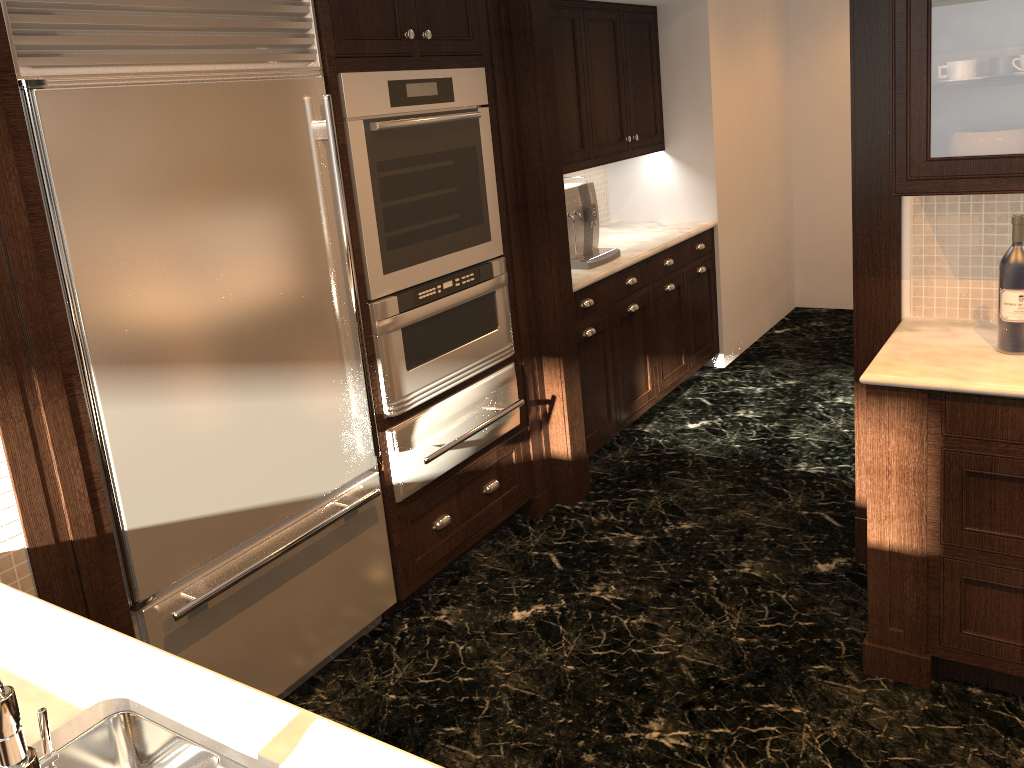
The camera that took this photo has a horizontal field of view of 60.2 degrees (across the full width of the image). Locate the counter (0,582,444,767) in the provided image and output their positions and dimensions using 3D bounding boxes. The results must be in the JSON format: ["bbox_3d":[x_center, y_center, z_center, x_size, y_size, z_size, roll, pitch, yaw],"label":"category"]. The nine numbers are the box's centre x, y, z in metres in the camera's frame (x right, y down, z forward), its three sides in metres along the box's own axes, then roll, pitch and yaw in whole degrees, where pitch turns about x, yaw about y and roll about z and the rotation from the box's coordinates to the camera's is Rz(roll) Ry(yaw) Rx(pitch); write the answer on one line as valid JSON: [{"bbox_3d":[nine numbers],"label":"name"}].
[{"bbox_3d":[-0.237,0.665,0.601,2.877,0.031,1.075,6,21,33],"label":"counter"}]

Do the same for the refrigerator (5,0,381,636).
[{"bbox_3d":[-0.960,-0.063,2.572,0.689,2.079,0.906,3,16,33],"label":"refrigerator"}]

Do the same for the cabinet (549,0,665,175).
[{"bbox_3d":[0.217,-1.522,4.553,0.433,0.810,1.893,3,19,33],"label":"cabinet"}]

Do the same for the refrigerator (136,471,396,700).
[{"bbox_3d":[-0.661,0.692,2.590,0.147,0.560,0.920,3,18,33],"label":"refrigerator"}]

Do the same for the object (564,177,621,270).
[{"bbox_3d":[0.258,-0.794,4.338,0.449,0.398,0.350,5,18,33],"label":"object"}]

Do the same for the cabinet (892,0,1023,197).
[{"bbox_3d":[1.952,-0.715,0.785,3.377,1.230,2.353,6,20,33],"label":"cabinet"}]

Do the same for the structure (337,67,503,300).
[{"bbox_3d":[-0.488,-0.740,3.168,0.615,0.687,0.772,4,18,33],"label":"structure"}]

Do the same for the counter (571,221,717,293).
[{"bbox_3d":[0.415,-0.694,4.664,0.711,0.031,1.892,6,21,32],"label":"counter"}]

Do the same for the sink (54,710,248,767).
[{"bbox_3d":[-0.371,0.686,0.975,0.802,0.208,0.467,6,20,33],"label":"sink"}]

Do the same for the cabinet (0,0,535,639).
[{"bbox_3d":[-0.756,-0.425,2.849,0.758,2.373,1.878,3,17,33],"label":"cabinet"}]

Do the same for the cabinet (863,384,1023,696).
[{"bbox_3d":[2.095,0.741,1.116,3.378,0.863,2.361,6,21,33],"label":"cabinet"}]

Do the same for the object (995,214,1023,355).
[{"bbox_3d":[1.360,-0.270,2.379,0.096,0.370,0.095,-17,17,-39],"label":"object"}]

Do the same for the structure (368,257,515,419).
[{"bbox_3d":[-0.473,-0.216,3.314,0.667,0.381,0.778,5,20,33],"label":"structure"}]

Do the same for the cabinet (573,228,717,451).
[{"bbox_3d":[0.727,-0.292,4.569,0.057,0.731,1.826,3,19,33],"label":"cabinet"}]

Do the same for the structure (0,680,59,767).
[{"bbox_3d":[-0.509,0.358,0.745,0.051,0.520,0.248,3,16,33],"label":"structure"}]

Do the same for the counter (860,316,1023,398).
[{"bbox_3d":[2.051,0.306,1.016,3.378,0.031,2.361,6,21,33],"label":"counter"}]
